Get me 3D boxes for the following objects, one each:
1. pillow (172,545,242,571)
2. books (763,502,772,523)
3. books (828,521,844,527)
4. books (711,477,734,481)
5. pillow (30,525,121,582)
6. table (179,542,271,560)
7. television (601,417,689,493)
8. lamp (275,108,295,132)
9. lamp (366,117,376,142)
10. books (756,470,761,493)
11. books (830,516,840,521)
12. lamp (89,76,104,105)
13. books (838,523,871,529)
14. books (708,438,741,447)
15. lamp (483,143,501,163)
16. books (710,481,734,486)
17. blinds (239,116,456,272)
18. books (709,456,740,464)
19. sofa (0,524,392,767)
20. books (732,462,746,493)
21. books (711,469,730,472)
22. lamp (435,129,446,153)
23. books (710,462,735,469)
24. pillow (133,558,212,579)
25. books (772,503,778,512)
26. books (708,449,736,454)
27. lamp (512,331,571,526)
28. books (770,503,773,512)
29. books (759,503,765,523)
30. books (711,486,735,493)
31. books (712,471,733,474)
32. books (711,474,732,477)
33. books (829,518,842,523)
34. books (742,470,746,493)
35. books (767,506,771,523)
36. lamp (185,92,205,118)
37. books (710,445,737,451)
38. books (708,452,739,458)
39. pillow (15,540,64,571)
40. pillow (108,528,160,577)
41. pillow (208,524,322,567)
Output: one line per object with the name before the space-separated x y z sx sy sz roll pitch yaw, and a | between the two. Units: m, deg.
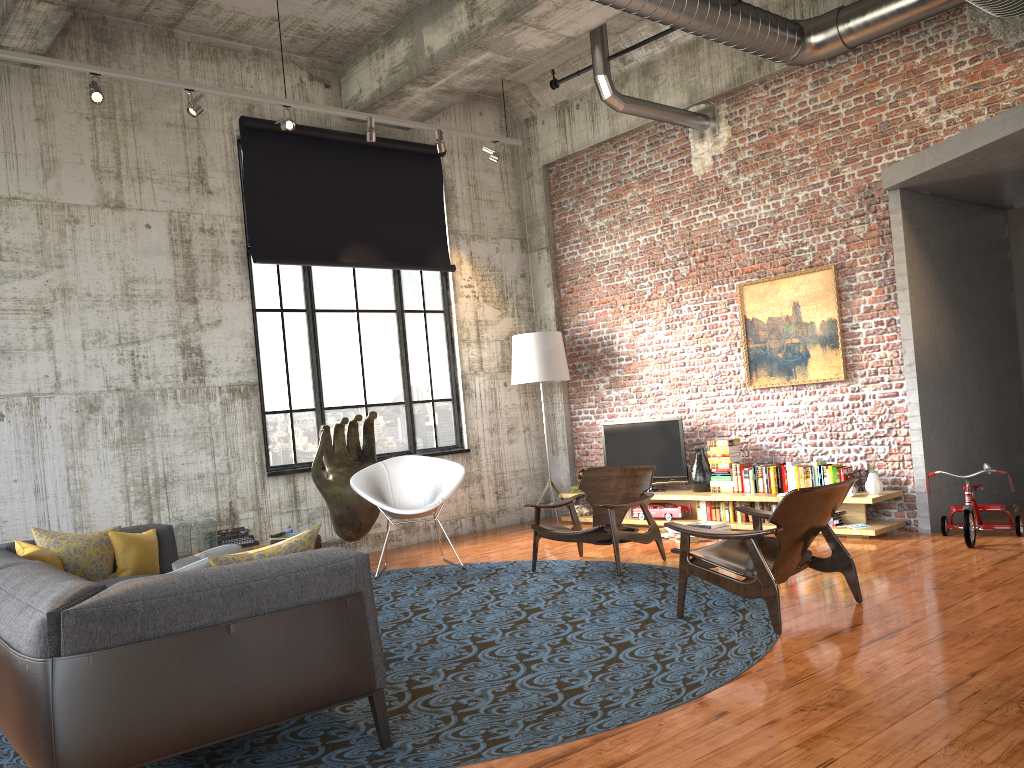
pillow | -1.322 0.865 3.829 0.171 0.314 0.364 -6 -1 39
books | 2.454 1.211 8.482 0.105 0.224 0.033 -5 0 -40
books | 2.848 1.256 7.975 0.149 0.026 0.215 -4 -2 -40
books | 2.172 0.952 8.991 0.174 0.045 0.240 -4 -2 -40
pillow | -2.569 1.042 5.258 0.536 0.446 0.260 -4 -1 -33
table | -2.652 1.677 8.014 0.874 0.359 0.476 -4 -2 -40
television | 1.456 0.786 9.732 1.091 0.793 0.285 -6 -1 36
lamp | -2.045 -2.382 8.023 0.261 0.211 0.102 -6 -1 45
lamp | -1.363 -2.430 8.536 0.102 0.251 0.165 -5 -1 -15
books | 2.449 0.941 8.638 0.161 0.223 0.027 -5 0 -40
books | 2.843 1.206 7.979 0.131 0.024 0.192 -4 -2 -35
lamp | -3.278 -2.303 6.985 0.102 0.228 0.199 -5 -1 -30
books | 2.992 1.239 7.756 0.168 0.023 0.231 -4 -2 -20
books | 2.150 0.597 8.989 0.197 0.066 0.260 -4 -2 -40
lamp | -0.202 -2.494 9.597 0.226 0.215 0.102 -5 0 1
books | 2.181 0.999 8.981 0.176 0.053 0.291 -4 -2 -40
blinds | -1.676 -1.968 9.516 2.440 1.463 0.151 -4 -1 -40
books | 2.156 0.765 8.984 0.180 0.060 0.260 -4 -2 -40
sofa | -1.943 1.246 4.448 1.360 0.861 3.009 -4 -2 -39
books | 2.274 0.930 8.831 0.176 0.291 0.044 -5 0 -40
books | 2.159 0.865 8.979 0.161 0.026 0.223 -4 -2 -40
lamp | -0.737 -2.469 9.073 0.102 0.251 0.165 -5 -1 5
books | 2.160 0.824 8.983 0.171 0.057 0.247 -4 -2 -40
pillow | -1.370 0.883 3.636 0.434 0.319 0.169 -4 -1 -41
books | 2.532 1.221 8.413 0.129 0.186 0.043 -5 -1 -40
books | 2.141 0.685 8.981 0.183 0.034 0.254 -4 -2 -40
lamp | 0.394 0.535 10.406 0.693 2.243 0.707 -5 0 -18
books | 2.512 1.226 8.441 0.120 0.182 0.028 -5 0 -40
books | 2.441 1.233 8.520 0.142 0.187 0.043 -5 -1 -40
books | 2.192 1.058 8.989 0.197 0.066 0.285 -4 -2 -40
books | 2.164 0.891 8.982 0.161 0.027 0.223 -4 -2 -40
books | 2.166 0.916 8.981 0.159 0.026 0.251 -4 -2 -40
books | 2.846 1.230 7.975 0.215 0.025 0.149 -6 -2 35
books | 2.341 0.955 8.754 0.161 0.223 0.026 -5 0 -40
books | 2.483 1.242 8.458 0.108 0.156 0.036 -5 -1 -40
lamp | -2.671 -2.345 7.461 0.102 0.240 0.182 -6 -1 45
books | 2.152 0.648 8.982 0.168 0.037 0.231 -4 -2 -40
books | 2.148 0.719 8.984 0.183 0.034 0.254 -4 -2 -40
pillow | -2.666 1.061 5.019 0.228 0.371 0.405 -5 -1 -31
pillow | -2.298 1.042 5.448 0.169 0.318 0.434 -5 -1 24
pillow | -1.076 0.860 3.877 0.536 0.446 0.260 -4 -1 -33
